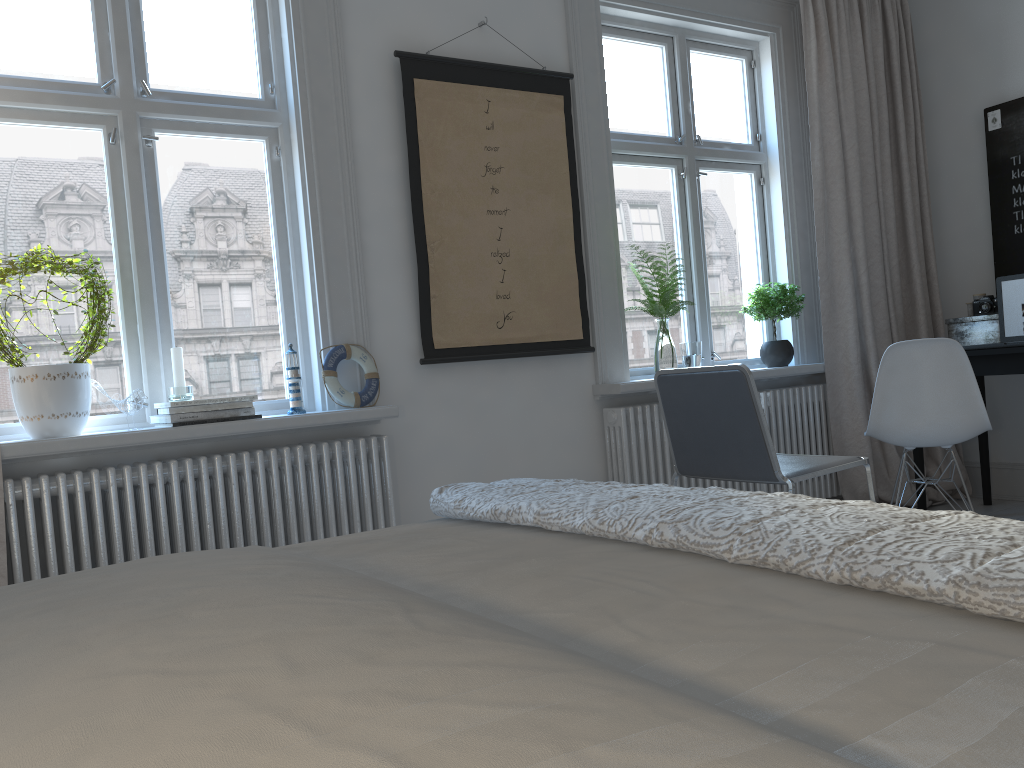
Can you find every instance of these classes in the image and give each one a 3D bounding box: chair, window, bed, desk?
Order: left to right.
[{"bbox_3d":[-4.861,-0.541,2.524,7.972,7.013,11.971,-5,1,-32],"label":"window"},{"bbox_3d":[-14.906,-1.386,9.670,25.622,15.028,26.556,-5,1,-32],"label":"window"},{"bbox_3d":[-0.355,0.316,0.881,2.174,1.047,1.889,-5,1,-32],"label":"bed"},{"bbox_3d":[0.830,0.322,2.923,0.524,0.798,0.562,-6,1,-32],"label":"chair"},{"bbox_3d":[1.666,0.231,3.558,0.474,0.824,0.553,-4,1,23],"label":"chair"},{"bbox_3d":[2.325,0.207,3.709,0.650,0.759,1.160,-6,1,-32],"label":"desk"}]

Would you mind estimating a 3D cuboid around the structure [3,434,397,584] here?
[{"bbox_3d":[-1.045,0.504,2.757,1.504,0.547,0.195,-5,1,-32],"label":"structure"}]

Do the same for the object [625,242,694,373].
[{"bbox_3d":[0.622,-0.305,3.803,0.305,0.565,0.414,-5,1,2],"label":"object"}]

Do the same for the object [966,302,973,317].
[{"bbox_3d":[2.192,-0.354,4.237,0.040,0.069,0.040,-6,2,-44],"label":"object"}]

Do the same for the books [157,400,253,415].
[{"bbox_3d":[-0.970,0.075,2.802,0.253,0.022,0.208,-5,1,-31],"label":"books"}]

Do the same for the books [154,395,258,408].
[{"bbox_3d":[-0.968,0.056,2.804,0.269,0.015,0.203,-5,1,-35],"label":"books"}]

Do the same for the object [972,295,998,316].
[{"bbox_3d":[2.157,-0.359,4.040,0.073,0.087,0.137,-6,1,-32],"label":"object"}]

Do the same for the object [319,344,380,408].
[{"bbox_3d":[-0.553,-0.028,3.053,0.079,0.227,0.235,-3,2,44],"label":"object"}]

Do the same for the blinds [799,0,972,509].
[{"bbox_3d":[1.805,-0.704,4.275,0.830,2.648,0.225,-6,2,-32],"label":"blinds"}]

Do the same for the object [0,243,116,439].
[{"bbox_3d":[-1.372,-0.129,2.615,0.217,0.574,0.384,-4,2,39],"label":"object"}]

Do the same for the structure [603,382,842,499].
[{"bbox_3d":[1.010,0.317,4.035,1.504,0.547,0.195,-5,1,-32],"label":"structure"}]

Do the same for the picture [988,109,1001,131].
[{"bbox_3d":[2.309,-1.263,4.244,0.004,0.088,0.061,-6,2,-35],"label":"picture"}]

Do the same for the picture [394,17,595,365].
[{"bbox_3d":[-0.055,-0.754,3.425,0.792,1.314,0.057,-6,2,-32],"label":"picture"}]

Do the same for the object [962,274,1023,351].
[{"bbox_3d":[2.170,-0.317,3.710,0.325,0.315,0.446,-6,1,-32],"label":"object"}]

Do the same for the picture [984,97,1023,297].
[{"bbox_3d":[2.600,-0.767,3.915,0.063,1.173,0.953,-6,2,-32],"label":"picture"}]

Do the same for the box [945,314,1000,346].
[{"bbox_3d":[2.213,-0.244,4.142,0.192,0.152,0.317,-5,1,-32],"label":"box"}]

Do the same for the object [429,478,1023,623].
[{"bbox_3d":[0.359,0.213,1.317,0.404,0.104,1.461,-5,1,-32],"label":"object"}]

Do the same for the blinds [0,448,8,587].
[{"bbox_3d":[-1.721,-0.383,2.080,0.830,2.648,0.225,-6,2,-32],"label":"blinds"}]

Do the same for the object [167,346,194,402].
[{"bbox_3d":[-1.040,-0.032,2.768,0.074,0.173,0.074,-5,1,13],"label":"object"}]

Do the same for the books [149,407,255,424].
[{"bbox_3d":[-0.979,0.100,2.804,0.262,0.025,0.207,-5,1,-39],"label":"books"}]

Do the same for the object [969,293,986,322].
[{"bbox_3d":[2.165,-0.355,4.156,0.167,0.130,0.056,-5,2,-33],"label":"object"}]

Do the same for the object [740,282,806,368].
[{"bbox_3d":[1.235,-0.282,4.189,0.310,0.407,0.271,-4,1,18],"label":"object"}]

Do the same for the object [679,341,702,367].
[{"bbox_3d":[0.792,-0.111,3.910,0.097,0.146,0.097,-5,1,-26],"label":"object"}]

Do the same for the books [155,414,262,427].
[{"bbox_3d":[-0.960,0.116,2.800,0.272,0.013,0.219,-5,1,-35],"label":"books"}]

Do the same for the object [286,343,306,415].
[{"bbox_3d":[-0.722,-0.017,2.930,0.059,0.235,0.060,-5,2,10],"label":"object"}]

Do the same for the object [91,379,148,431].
[{"bbox_3d":[-1.184,0.060,2.683,0.196,0.165,0.059,-5,1,18],"label":"object"}]
